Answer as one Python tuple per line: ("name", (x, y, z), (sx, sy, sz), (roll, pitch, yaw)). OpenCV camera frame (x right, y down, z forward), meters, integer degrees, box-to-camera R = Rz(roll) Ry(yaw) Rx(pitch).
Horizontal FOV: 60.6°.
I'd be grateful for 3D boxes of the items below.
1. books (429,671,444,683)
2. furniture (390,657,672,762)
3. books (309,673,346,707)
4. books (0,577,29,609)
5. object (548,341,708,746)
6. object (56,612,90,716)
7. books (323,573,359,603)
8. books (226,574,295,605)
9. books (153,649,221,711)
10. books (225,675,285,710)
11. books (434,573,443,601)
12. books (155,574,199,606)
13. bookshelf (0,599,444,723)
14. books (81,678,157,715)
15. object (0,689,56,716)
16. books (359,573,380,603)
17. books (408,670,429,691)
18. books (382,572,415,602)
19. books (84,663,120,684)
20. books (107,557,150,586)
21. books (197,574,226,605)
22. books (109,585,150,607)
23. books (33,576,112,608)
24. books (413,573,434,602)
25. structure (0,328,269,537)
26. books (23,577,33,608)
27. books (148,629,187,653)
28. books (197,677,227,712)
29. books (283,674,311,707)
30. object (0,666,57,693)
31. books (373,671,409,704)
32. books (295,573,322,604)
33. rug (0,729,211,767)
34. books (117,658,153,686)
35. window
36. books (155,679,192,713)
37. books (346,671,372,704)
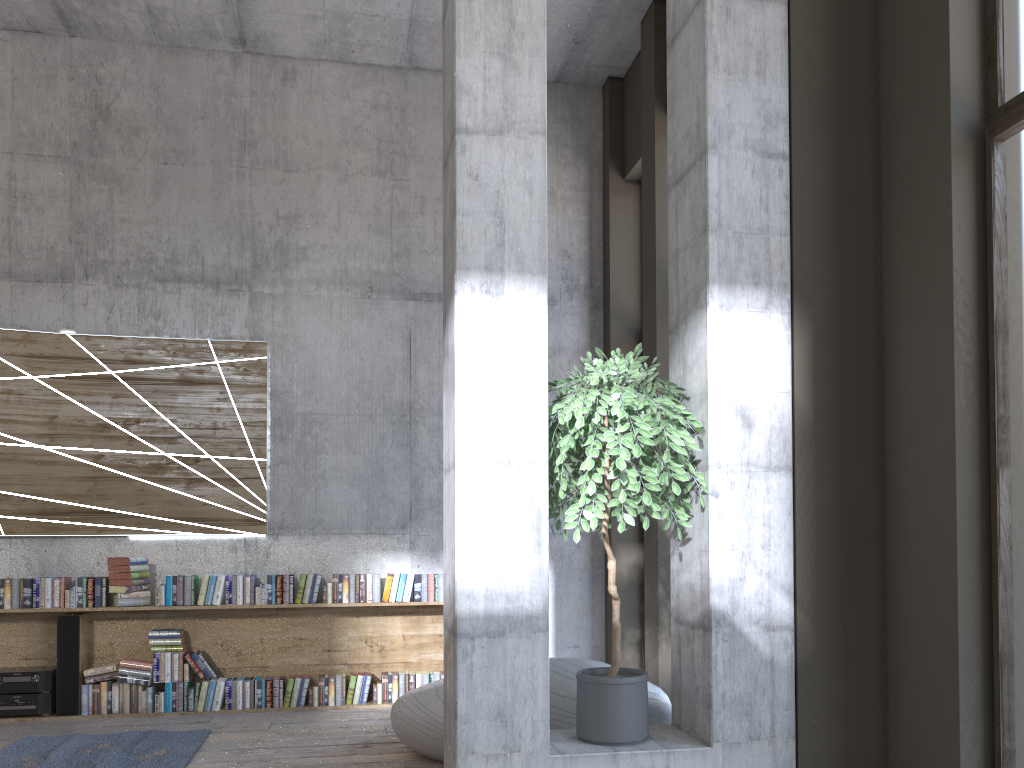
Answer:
("books", (-0.508, 2.377, 6.892), (0.277, 0.219, 0.172), (1, -5, -9))
("furniture", (0.113, 2.020, 5.433), (1.633, 0.803, 1.813), (-4, -9, 27))
("books", (-1.419, 2.355, 6.747), (0.278, 0.219, 0.212), (1, -6, -12))
("books", (-3.609, 1.522, 6.379), (0.155, 0.219, 0.207), (1, -5, -11))
("object", (0.488, 0.748, 4.183), (1.004, 1.849, 0.972), (3, -4, -44))
("object", (-3.233, 2.075, 6.461), (0.152, 0.754, 0.274), (0, -2, -11))
("books", (-1.320, 1.578, 6.783), (0.278, 0.219, 0.212), (1, -6, -12))
("books", (-1.911, 1.561, 6.669), (0.490, 0.218, 0.217), (1, -6, -11))
("books", (-2.427, 2.217, 6.557), (0.452, 0.445, 0.216), (1, -3, -11))
("books", (-1.945, 2.341, 6.650), (0.417, 0.218, 0.207), (1, -5, -11))
("books", (-0.479, 1.605, 6.916), (0.277, 0.219, 0.172), (1, -5, -9))
("books", (-2.498, 1.537, 6.547), (0.278, 0.219, 0.212), (1, -6, -12))
("bookshelf", (-2.884, 2.048, 6.515), (5.323, 0.799, 0.305), (2, -3, -11))
("books", (-2.897, 2.304, 6.488), (0.494, 0.236, 0.245), (1, -6, -11))
("object", (-3.547, 2.316, 6.379), (0.440, 0.162, 0.297), (1, -8, -11))
("books", (-1.102, 1.579, 6.799), (0.156, 0.219, 0.191), (1, -5, -11))
("books", (-0.733, 2.375, 6.883), (0.156, 0.219, 0.191), (1, -5, -11))
("books", (-0.888, 1.585, 6.839), (0.249, 0.226, 0.191), (1, -5, -11))
("books", (-3.001, 2.128, 6.454), (0.234, 0.138, 0.194), (1, -7, -9))
("books", (-2.824, 1.379, 6.460), (0.189, 0.208, 0.249), (-1, -6, 11))
("books", (-2.246, 1.543, 6.584), (0.199, 0.226, 0.191), (1, -5, -11))
("books", (-2.814, 1.559, 6.464), (0.222, 0.148, 0.287), (-6, -10, 36))
("books", (-3.217, 1.526, 6.425), (0.490, 0.218, 0.217), (1, -6, -11))
("books", (-0.692, 1.598, 6.874), (0.156, 0.219, 0.156), (1, -4, -11))
("structure", (-3.558, 0.352, 6.407), (3.413, 1.525, 0.361), (1, -2, -11))
("books", (-3.505, 1.523, 6.391), (0.055, 0.219, 0.191), (0, -5, -11))
("books", (-2.569, 1.918, 6.551), (0.239, 0.159, 0.192), (1, -6, -11))
("books", (-2.243, 2.323, 6.566), (0.199, 0.226, 0.191), (1, -5, -11))
("books", (-1.648, 2.350, 6.714), (0.199, 0.226, 0.191), (1, -5, -11))
("object", (-3.547, 2.155, 6.376), (0.440, 0.159, 0.308), (1, -8, -11))
("books", (-0.951, 2.374, 6.867), (0.278, 0.219, 0.212), (1, -6, -12))
("books", (-1.564, 1.572, 6.747), (0.199, 0.226, 0.191), (1, -5, -11))
("rug", (-2.329, 2.059, 4.360), (1.162, 0.048, 2.957), (2, -10, -10))
("books", (-2.755, 2.114, 6.440), (0.244, 0.191, 0.156), (1, -5, -11))
("window", (2.093, -0.393, 2.789), (0.209, 4.117, 9.327), (0, -8, -12))
("books", (-2.519, 2.317, 6.526), (0.227, 0.219, 0.217), (1, -6, -11))
("books", (-1.195, 2.368, 6.831), (0.199, 0.226, 0.191), (1, -5, -11))
